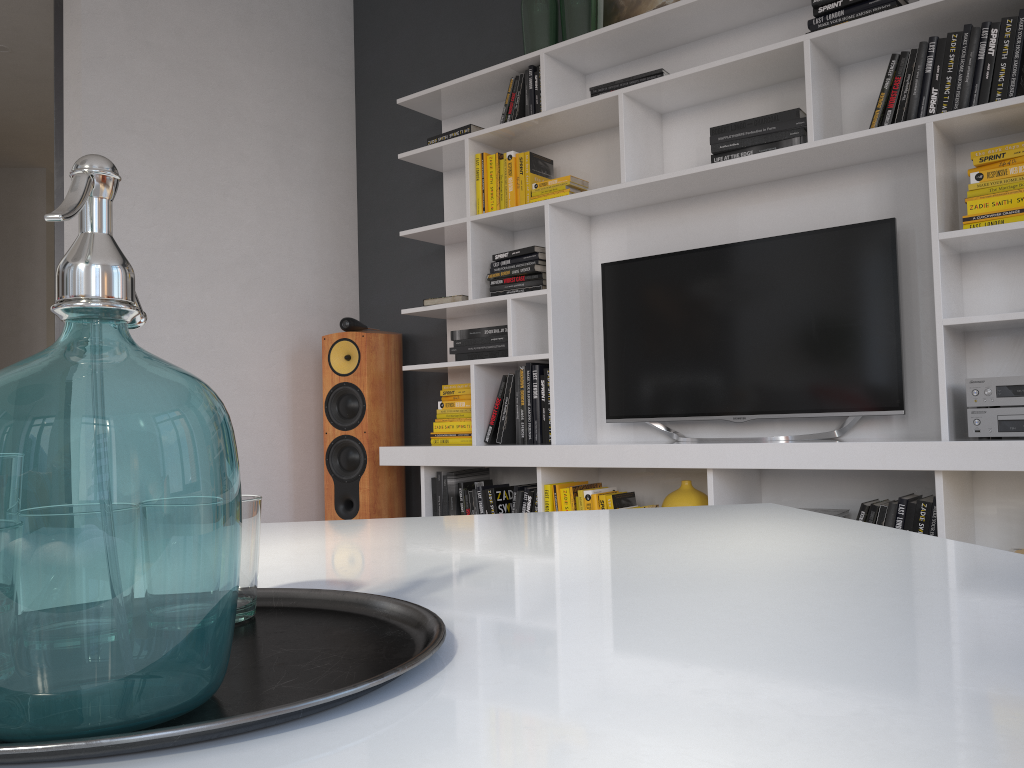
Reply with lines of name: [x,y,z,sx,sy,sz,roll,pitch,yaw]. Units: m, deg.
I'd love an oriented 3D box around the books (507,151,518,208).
books: [0.051,-0.830,3.718,0.035,0.250,0.185,-4,-3,38]

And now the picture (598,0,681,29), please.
picture: [0.845,-1.697,3.292,1.279,0.707,0.076,-4,-3,38]

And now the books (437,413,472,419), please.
books: [-0.199,0.139,3.898,0.228,0.024,0.152,-4,-4,42]

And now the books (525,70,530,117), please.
books: [0.106,-1.168,3.669,0.021,0.221,0.156,-4,-3,38]

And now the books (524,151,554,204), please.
books: [0.115,-0.826,3.670,0.024,0.234,0.172,-4,-3,38]

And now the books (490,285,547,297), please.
books: [0.070,-0.371,3.670,0.263,0.026,0.189,-4,-3,36]

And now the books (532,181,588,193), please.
books: [0.194,-0.784,3.589,0.187,0.014,0.134,-4,-3,38]

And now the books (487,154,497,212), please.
books: [-0.024,-0.828,3.779,0.044,0.255,0.198,-4,-3,38]

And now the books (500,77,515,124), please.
books: [0.024,-1.160,3.740,0.096,0.213,0.166,-4,-3,36]

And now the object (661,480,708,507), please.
object: [0.614,0.466,3.100,0.185,0.257,0.185,-2,-3,15]

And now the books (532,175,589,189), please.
books: [0.198,-0.804,3.602,0.186,0.026,0.138,-4,-3,38]

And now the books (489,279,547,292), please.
books: [0.071,-0.396,3.672,0.270,0.025,0.189,-4,-3,37]

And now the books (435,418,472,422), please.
books: [-0.178,0.157,3.908,0.263,0.015,0.198,-4,-4,41]

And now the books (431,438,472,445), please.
books: [-0.189,0.248,3.878,0.270,0.029,0.204,-4,-4,43]

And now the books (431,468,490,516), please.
books: [-0.211,0.523,3.778,0.128,0.321,0.259,-4,-3,38]

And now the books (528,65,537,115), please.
books: [0.129,-1.175,3.658,0.025,0.232,0.176,-4,-3,38]

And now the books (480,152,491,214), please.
books: [-0.055,-0.833,3.797,0.025,0.270,0.213,-4,-3,38]

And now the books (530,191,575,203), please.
books: [0.194,-0.732,3.588,0.190,0.033,0.147,-4,-3,38]

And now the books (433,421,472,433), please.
books: [-0.184,0.187,3.893,0.255,0.044,0.198,-4,-3,38]

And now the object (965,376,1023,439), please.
object: [1.488,0.067,2.545,0.285,0.174,0.270,-4,-3,38]

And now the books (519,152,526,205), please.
books: [0.092,-0.825,3.683,0.024,0.234,0.172,-4,-3,38]

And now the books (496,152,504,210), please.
books: [0.001,-0.831,3.762,0.015,0.263,0.199,-4,-3,38]

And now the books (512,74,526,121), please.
books: [0.068,-1.163,3.697,0.074,0.212,0.154,-4,-3,37]

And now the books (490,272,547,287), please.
books: [0.076,-0.423,3.692,0.266,0.030,0.209,-4,-3,36]

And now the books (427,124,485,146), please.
books: [-0.205,-1.064,3.897,0.268,0.046,0.208,-4,-4,41]

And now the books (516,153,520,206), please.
books: [0.075,-0.826,3.701,0.023,0.239,0.169,-4,-3,38]

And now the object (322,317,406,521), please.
object: [-0.662,0.245,4.174,0.290,1.088,0.434,-3,-3,23]

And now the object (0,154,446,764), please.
object: [-0.206,0.026,0.505,0.330,0.265,0.330,-2,-3,17]

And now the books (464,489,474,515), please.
books: [-0.119,0.555,3.695,0.053,0.240,0.189,-4,-3,38]

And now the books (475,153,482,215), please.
books: [-0.082,-0.832,3.807,0.029,0.270,0.204,-4,-3,38]

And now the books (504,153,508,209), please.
books: [0.031,-0.829,3.736,0.019,0.251,0.180,-4,-3,38]

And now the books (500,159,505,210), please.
books: [0.003,-0.816,3.734,0.024,0.229,0.156,-4,-3,38]

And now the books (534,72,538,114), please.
books: [0.146,-1.162,3.638,0.021,0.200,0.147,-4,-3,38]

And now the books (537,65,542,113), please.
books: [0.169,-1.172,3.622,0.038,0.218,0.169,-4,-3,38]

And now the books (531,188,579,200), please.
books: [0.197,-0.755,3.591,0.196,0.011,0.148,-4,-3,38]

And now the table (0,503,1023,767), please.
table: [-0.072,0.384,0.739,1.091,0.435,1.091,-1,-3,-7]

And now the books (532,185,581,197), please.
books: [0.180,-0.769,3.580,0.169,0.018,0.113,-4,-3,39]

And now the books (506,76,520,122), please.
books: [0.053,-1.161,3.725,0.087,0.214,0.171,-4,-3,38]

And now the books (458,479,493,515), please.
books: [-0.142,0.541,3.718,0.053,0.268,0.202,-4,-3,37]

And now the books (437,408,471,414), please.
books: [-0.178,0.118,3.906,0.251,0.019,0.180,-4,-3,38]

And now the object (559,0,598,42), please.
object: [0.271,-1.571,3.606,0.157,0.507,0.157,1,-3,-39]

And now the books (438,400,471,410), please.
books: [-0.172,0.090,3.899,0.250,0.035,0.185,-4,-4,41]

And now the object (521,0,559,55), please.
object: [0.114,-1.564,3.656,0.157,0.507,0.157,1,-3,-39]
